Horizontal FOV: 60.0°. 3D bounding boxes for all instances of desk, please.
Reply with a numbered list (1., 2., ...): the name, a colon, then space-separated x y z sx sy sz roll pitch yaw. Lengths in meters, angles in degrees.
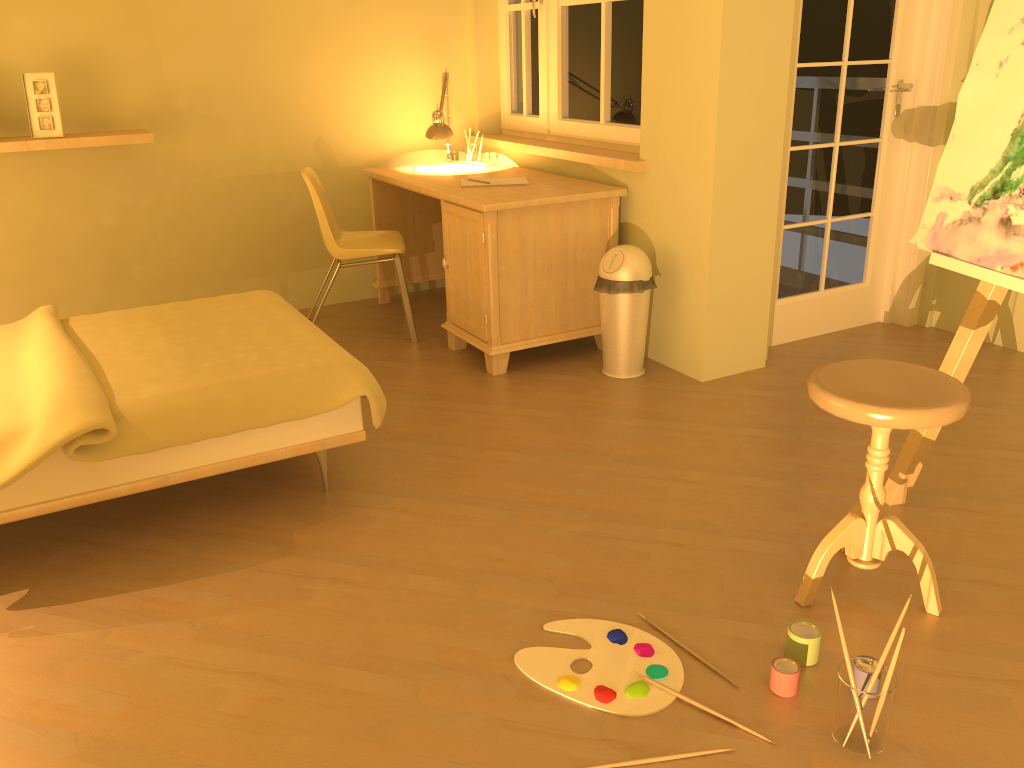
1. desk: -0.139 -0.632 4.293 0.684 0.720 1.396 -12 23 -26

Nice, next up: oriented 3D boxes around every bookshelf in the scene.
1. bookshelf: -2.335 -1.166 3.608 2.605 1.240 0.300 -12 23 -26

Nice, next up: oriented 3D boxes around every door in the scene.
1. door: 1.393 -1.154 3.760 0.884 2.033 0.098 -12 23 -26

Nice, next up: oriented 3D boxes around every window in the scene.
1. window: 0.285 -1.768 4.134 0.142 1.263 1.486 -12 23 -26

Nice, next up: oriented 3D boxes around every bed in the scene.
1. bed: -1.652 -0.028 2.557 2.378 0.894 1.286 -12 23 -26

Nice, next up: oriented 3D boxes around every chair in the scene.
1. chair: -0.760 -0.631 4.240 0.546 0.785 0.531 -4 21 -8
2. chair: 0.861 0.253 2.129 0.364 0.551 0.348 -8 22 -16

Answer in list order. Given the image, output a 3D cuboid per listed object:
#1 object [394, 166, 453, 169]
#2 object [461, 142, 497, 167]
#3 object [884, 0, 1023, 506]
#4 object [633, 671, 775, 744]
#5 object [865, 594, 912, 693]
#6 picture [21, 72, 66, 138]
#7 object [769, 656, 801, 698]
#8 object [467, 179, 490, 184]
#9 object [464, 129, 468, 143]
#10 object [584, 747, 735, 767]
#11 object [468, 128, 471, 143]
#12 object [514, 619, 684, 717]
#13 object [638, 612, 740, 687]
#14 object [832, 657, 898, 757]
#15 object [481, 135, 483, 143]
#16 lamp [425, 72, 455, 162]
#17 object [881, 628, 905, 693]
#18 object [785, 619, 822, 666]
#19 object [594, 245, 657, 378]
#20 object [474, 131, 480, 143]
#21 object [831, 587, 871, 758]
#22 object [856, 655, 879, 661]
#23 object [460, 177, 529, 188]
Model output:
1. object: -0.455 -1.112 4.554 0.300 0.009 0.040 -1 21 2
2. object: -0.177 -1.201 4.631 0.070 0.105 0.240 -16 25 -33
3. object: 1.473 -0.422 2.138 0.972 1.896 1.132 18 28 41
4. object: 0.390 0.665 1.831 0.325 0.015 0.010 15 26 37
5. object: 0.706 0.554 1.713 0.159 0.286 0.010 -15 24 -31
6. picture: -1.986 -1.201 3.812 0.134 0.264 0.171 -2 21 -2
7. object: 0.577 0.619 1.874 0.060 0.060 0.060 17 28 40
8. object: -0.150 -0.909 3.975 0.008 0.009 0.166 -17 25 -34
9. object: -0.232 -1.266 4.692 0.009 0.162 0.053 14 26 35
10. object: 0.272 0.720 1.700 0.325 0.010 0.010 -4 21 -8
11. object: -0.228 -1.272 4.707 0.034 0.165 0.009 -16 25 -33
12. object: 0.206 0.615 1.976 0.366 0.014 0.288 12 24 31
13. object: 0.394 0.598 2.013 0.010 0.010 0.325 -15 24 -31
14. object: 0.677 0.626 1.713 0.106 0.157 0.106 12 24 31
15. object: -0.166 -1.236 4.647 0.043 0.138 0.010 13 25 33
16. lamp: -0.373 -1.348 4.539 0.140 0.455 0.484 -3 21 -3
17. object: 0.690 0.565 1.641 0.010 0.319 0.069 -2 21 -1
18. object: 0.647 0.574 1.967 0.073 0.073 0.073 -10 23 -22
19. object: 0.464 -0.305 3.649 0.255 0.535 0.248 1 21 6
20. object: -0.201 -1.259 4.687 0.073 0.155 0.008 8 23 24
21. object: 0.656 0.556 1.719 0.010 0.278 0.172 -7 22 -15
22. object: 0.747 0.616 1.871 0.060 0.060 0.060 -20 28 -40
23. object: -0.080 -0.910 3.992 0.300 0.010 0.210 -3 21 -3
